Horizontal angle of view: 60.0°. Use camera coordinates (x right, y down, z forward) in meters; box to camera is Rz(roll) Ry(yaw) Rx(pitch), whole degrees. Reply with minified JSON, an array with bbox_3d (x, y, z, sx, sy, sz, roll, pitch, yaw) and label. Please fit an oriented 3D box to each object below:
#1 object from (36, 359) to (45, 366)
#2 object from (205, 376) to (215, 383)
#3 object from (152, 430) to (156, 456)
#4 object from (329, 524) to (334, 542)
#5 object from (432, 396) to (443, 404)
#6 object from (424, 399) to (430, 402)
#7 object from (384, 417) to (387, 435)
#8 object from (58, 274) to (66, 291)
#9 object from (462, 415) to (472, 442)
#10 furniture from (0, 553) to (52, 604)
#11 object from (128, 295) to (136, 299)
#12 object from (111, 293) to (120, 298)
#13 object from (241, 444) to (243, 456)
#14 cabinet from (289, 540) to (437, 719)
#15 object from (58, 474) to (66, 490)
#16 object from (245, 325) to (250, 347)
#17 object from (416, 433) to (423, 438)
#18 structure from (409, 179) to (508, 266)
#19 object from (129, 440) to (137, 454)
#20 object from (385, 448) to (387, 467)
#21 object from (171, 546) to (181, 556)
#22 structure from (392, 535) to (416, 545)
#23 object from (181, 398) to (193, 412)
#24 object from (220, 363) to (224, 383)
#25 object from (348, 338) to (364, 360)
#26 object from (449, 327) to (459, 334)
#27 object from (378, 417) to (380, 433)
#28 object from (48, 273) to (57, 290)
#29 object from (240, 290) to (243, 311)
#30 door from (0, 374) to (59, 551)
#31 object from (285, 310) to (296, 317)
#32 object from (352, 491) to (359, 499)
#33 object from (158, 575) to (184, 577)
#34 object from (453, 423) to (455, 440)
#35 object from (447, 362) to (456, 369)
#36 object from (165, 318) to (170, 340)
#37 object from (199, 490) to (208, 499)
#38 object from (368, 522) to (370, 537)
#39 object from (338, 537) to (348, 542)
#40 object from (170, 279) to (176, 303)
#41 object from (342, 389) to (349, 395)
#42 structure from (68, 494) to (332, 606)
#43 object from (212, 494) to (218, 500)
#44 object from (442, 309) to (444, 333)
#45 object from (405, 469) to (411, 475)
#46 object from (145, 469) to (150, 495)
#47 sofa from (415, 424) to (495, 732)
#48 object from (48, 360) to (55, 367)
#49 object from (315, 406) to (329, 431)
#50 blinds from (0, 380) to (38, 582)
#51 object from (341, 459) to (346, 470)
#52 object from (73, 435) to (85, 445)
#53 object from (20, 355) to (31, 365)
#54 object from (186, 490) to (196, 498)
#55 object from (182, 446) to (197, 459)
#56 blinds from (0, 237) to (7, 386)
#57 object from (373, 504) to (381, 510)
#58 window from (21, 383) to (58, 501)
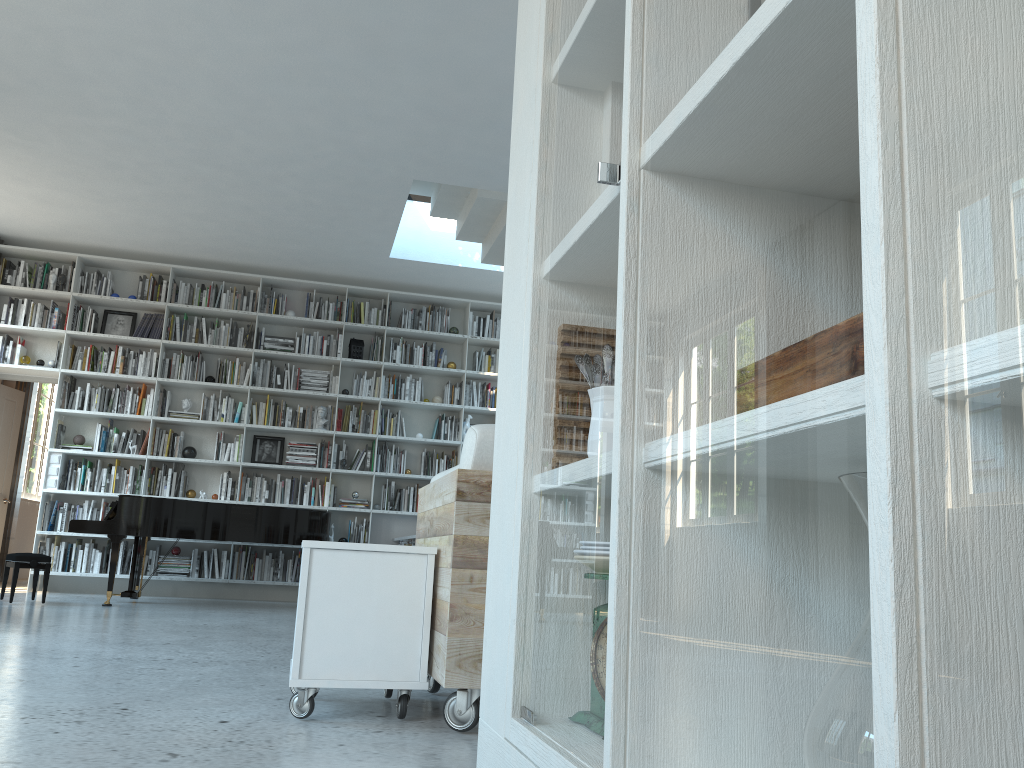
[{"bbox_3d":[-4.419,-0.195,8.311,0.071,0.072,0.071,11,-14,-34],"label":"object"},{"bbox_3d":[-2.934,-0.032,8.616,0.097,0.098,0.097,-5,-14,35],"label":"object"},{"bbox_3d":[-3.398,0.573,8.454,0.012,0.270,0.130,5,-11,-13],"label":"object"},{"bbox_3d":[-1.737,1.451,8.536,0.053,0.224,0.046,3,-11,-1],"label":"object"},{"bbox_3d":[-0.771,0.178,9.136,0.112,0.112,0.111,11,-14,-34],"label":"object"},{"bbox_3d":[-0.878,0.184,9.084,0.068,0.068,0.068,11,-14,-34],"label":"object"},{"bbox_3d":[-1.284,0.445,8.971,0.013,0.207,0.140,5,-11,-13],"label":"object"},{"bbox_3d":[-4.242,-0.940,8.353,0.067,0.197,0.068,-3,-12,29],"label":"object"},{"bbox_3d":[-0.458,0.454,8.996,0.087,0.287,0.075,-1,-12,22],"label":"object"},{"bbox_3d":[-3.585,1.423,6.536,0.240,0.352,0.467,11,-14,-37],"label":"furniture"},{"bbox_3d":[-3.674,-0.817,8.585,0.083,0.083,0.082,11,-14,-34],"label":"object"},{"bbox_3d":[-3.827,-0.832,8.550,0.083,0.083,0.082,11,-14,-34],"label":"object"},{"bbox_3d":[-2.620,0.676,8.628,0.017,0.215,0.103,5,-11,-13],"label":"object"},{"bbox_3d":[-0.470,0.738,2.712,0.380,0.486,0.503,5,-11,-13],"label":"cabinet"},{"bbox_3d":[-4.090,0.896,8.065,0.045,0.146,0.045,-2,-12,25],"label":"object"},{"bbox_3d":[-2.581,-0.456,8.671,0.075,0.254,0.075,10,-13,-33],"label":"object"},{"bbox_3d":[-0.938,0.534,8.984,0.071,0.072,0.072,-5,-14,35],"label":"object"},{"bbox_3d":[0.269,-0.040,7.547,2.614,3.374,1.958,5,-11,-13],"label":"structure"},{"bbox_3d":[-3.526,0.589,8.236,0.082,0.139,0.044,9,-12,-28],"label":"object"},{"bbox_3d":[-1.278,0.781,8.929,0.007,0.265,0.135,5,-11,-13],"label":"object"},{"bbox_3d":[-3.138,1.560,8.284,0.086,0.087,0.086,11,-14,-34],"label":"object"},{"bbox_3d":[-0.038,1.675,7.565,2.900,0.657,3.119,6,-12,-13],"label":"structure"},{"bbox_3d":[-3.143,0.205,8.565,0.095,0.156,0.121,3,-11,1],"label":"object"},{"bbox_3d":[-2.845,-0.077,8.699,0.010,0.225,0.142,5,-11,-13],"label":"object"},{"bbox_3d":[-1.576,-0.342,8.964,0.135,0.247,0.136,8,-12,-22],"label":"object"},{"bbox_3d":[-0.604,-0.542,9.213,0.104,0.105,0.104,-5,-14,35],"label":"object"},{"bbox_3d":[-1.356,0.404,8.977,0.013,0.283,0.135,5,-11,-13],"label":"object"},{"bbox_3d":[-4.321,-0.947,8.335,0.067,0.197,0.068,-3,-12,29],"label":"object"},{"bbox_3d":[-2.697,-0.796,8.854,0.010,0.246,0.157,5,-11,-13],"label":"object"},{"bbox_3d":[-4.794,0.961,8.606,0.834,1.976,0.788,5,-11,-13],"label":"door"},{"bbox_3d":[-2.226,-0.689,8.902,0.105,0.105,0.105,11,-14,-34],"label":"object"},{"bbox_3d":[-1.534,1.088,8.689,0.071,0.072,0.072,-5,-14,35],"label":"object"},{"bbox_3d":[-3.155,1.794,8.275,0.254,0.007,0.161,5,-12,-10],"label":"object"},{"bbox_3d":[-0.615,0.514,9.141,0.014,0.207,0.130,5,-11,-13],"label":"object"},{"bbox_3d":[-0.624,-0.180,9.150,0.101,0.101,0.100,11,-14,-34],"label":"object"},{"bbox_3d":[-3.351,-0.501,8.645,0.012,0.253,0.161,5,-11,-13],"label":"object"},{"bbox_3d":[-2.918,1.048,8.388,0.060,0.094,0.078,2,-11,4],"label":"object"},{"bbox_3d":[-1.406,1.479,8.670,0.011,0.259,0.142,5,-11,-13],"label":"object"},{"bbox_3d":[-1.633,1.531,8.570,0.093,0.094,0.094,-5,-14,35],"label":"object"},{"bbox_3d":[-3.332,-0.876,8.717,0.012,0.284,0.160,5,-11,-13],"label":"object"},{"bbox_3d":[-1.661,0.087,8.837,0.071,0.072,0.072,-5,-14,35],"label":"object"},{"bbox_3d":[-2.490,1.407,7.337,1.919,0.831,1.337,6,-12,-13],"label":"structure"},{"bbox_3d":[-2.822,1.077,8.431,0.061,0.062,0.061,-5,-14,35],"label":"object"},{"bbox_3d":[-0.733,-0.629,9.301,0.006,0.297,0.129,5,-11,-13],"label":"object"},{"bbox_3d":[-1.049,0.892,8.929,0.071,0.072,0.072,-5,-14,35],"label":"object"},{"bbox_3d":[-3.426,0.936,8.369,0.012,0.253,0.161,5,-11,-13],"label":"object"},{"bbox_3d":[0.805,0.677,3.010,2.195,0.852,0.873,6,-11,-13],"label":"sofa"},{"bbox_3d":[-4.311,-0.189,8.315,0.071,0.072,0.071,11,-14,-34],"label":"object"},{"bbox_3d":[-1.867,0.343,8.704,0.138,0.243,0.137,-7,-15,42],"label":"object"},{"bbox_3d":[-5.268,0.452,9.372,0.140,3.223,0.777,5,-11,-13],"label":"blinds"},{"bbox_3d":[-1.645,0.784,8.654,0.054,0.113,0.079,6,-11,-14],"label":"object"},{"bbox_3d":[-4.036,0.526,8.269,0.105,0.106,0.105,11,-14,-34],"label":"object"},{"bbox_3d":[-4.520,-0.222,8.240,0.087,0.087,0.087,-5,-14,35],"label":"object"},{"bbox_3d":[-3.049,1.049,8.425,0.091,0.092,0.091,11,-14,-34],"label":"object"},{"bbox_3d":[-3.082,0.663,8.476,0.133,0.135,0.134,-5,-14,35],"label":"object"},{"bbox_3d":[-4.994,0.236,8.244,0.140,3.223,0.777,5,-11,-13],"label":"blinds"},{"bbox_3d":[-1.339,1.223,8.795,0.071,0.072,0.072,-5,-14,35],"label":"object"},{"bbox_3d":[-5.729,0.395,10.681,0.073,2.004,1.987,5,-11,-13],"label":"window"}]
